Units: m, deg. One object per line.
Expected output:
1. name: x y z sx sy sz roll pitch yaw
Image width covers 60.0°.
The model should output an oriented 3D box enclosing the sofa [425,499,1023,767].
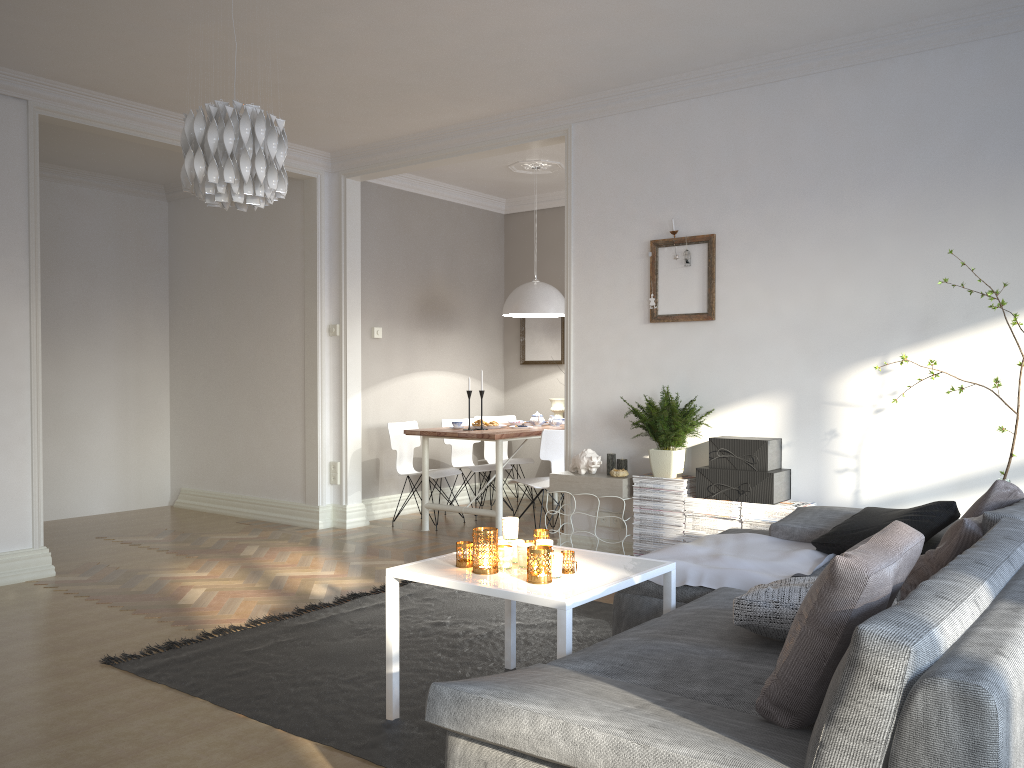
1. sofa: 0.850 0.757 2.745 1.555 0.772 2.631 1 1 37

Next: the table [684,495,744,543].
1. table: 1.098 0.848 4.683 0.327 0.499 0.246 1 1 37

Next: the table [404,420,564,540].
1. table: 0.147 0.706 7.017 0.853 0.750 1.986 1 1 37

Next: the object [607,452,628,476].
1. object: 0.600 0.453 5.067 0.123 0.134 0.062 0 1 -12

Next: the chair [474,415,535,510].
1. chair: -0.074 0.681 7.845 0.431 0.786 0.479 0 1 -22

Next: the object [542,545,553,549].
1. object: 0.105 0.573 2.931 0.060 0.073 0.060 0 1 -28

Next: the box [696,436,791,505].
1. box: 1.189 0.441 4.602 0.419 0.316 0.298 1 1 37

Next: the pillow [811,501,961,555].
1. pillow: 1.433 0.565 3.414 0.401 0.248 0.421 0 1 -32

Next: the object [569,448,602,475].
1. object: 0.428 0.445 5.121 0.137 0.150 0.311 0 1 -23

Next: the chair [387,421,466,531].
1. chair: -0.666 0.688 6.827 0.479 0.786 0.431 1 1 27

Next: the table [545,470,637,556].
1. table: 0.487 0.807 5.100 0.553 0.575 0.299 1 1 38

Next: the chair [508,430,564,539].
1. chair: 0.255 0.694 6.188 0.431 0.786 0.479 -1 1 -33

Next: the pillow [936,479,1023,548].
1. pillow: 1.659 0.520 3.129 0.324 0.403 0.429 0 1 25

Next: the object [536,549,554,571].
1. object: 0.106 0.573 2.865 0.060 0.073 0.060 0 1 -28

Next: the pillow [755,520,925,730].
1. pillow: 0.690 0.496 1.853 0.242 0.390 0.426 1 1 38

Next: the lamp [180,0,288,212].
1. lamp: -0.960 -1.148 3.066 0.355 1.066 0.354 0 1 -10

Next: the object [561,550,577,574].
1. object: 0.184 0.576 2.869 0.054 0.068 0.047 0 1 -3

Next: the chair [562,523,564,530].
1. chair: 0.682 0.691 6.562 0.479 0.786 0.431 1 2 42

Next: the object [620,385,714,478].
1. object: 0.831 0.265 4.829 0.438 0.527 0.368 1 1 37

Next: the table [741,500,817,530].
1. table: 1.349 0.849 4.493 0.327 0.499 0.246 1 1 37

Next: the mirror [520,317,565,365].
1. mirror: 0.279 -0.457 8.117 0.474 0.558 0.052 1 2 37

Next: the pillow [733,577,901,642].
1. pillow: 0.809 0.599 2.350 0.406 0.194 0.404 0 1 24

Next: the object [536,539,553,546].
1. object: 0.112 0.572 3.033 0.060 0.073 0.060 0 1 -28

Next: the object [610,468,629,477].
1. object: 0.602 0.498 4.965 0.099 0.046 0.104 0 1 -7

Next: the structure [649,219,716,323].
1. structure: 0.941 -0.636 4.935 0.398 0.575 0.053 1 2 35

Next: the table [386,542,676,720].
1. table: 0.071 0.861 2.982 0.715 0.504 0.674 1 1 37

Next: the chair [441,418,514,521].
1. chair: -0.290 0.685 7.297 0.431 0.786 0.479 -1 2 -43

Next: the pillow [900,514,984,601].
1. pillow: 1.376 0.552 2.847 0.337 0.311 0.414 1 1 42

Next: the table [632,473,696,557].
1. table: 0.852 0.797 4.868 0.321 0.597 0.246 1 2 37

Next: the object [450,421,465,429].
1. object: -0.407 0.306 6.625 0.116 0.056 0.137 0 1 -22

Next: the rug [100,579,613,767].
1. rug: -0.216 1.097 3.698 2.111 0.055 2.015 0 1 37

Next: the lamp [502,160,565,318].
1. lamp: 0.189 -1.131 6.976 0.530 1.182 0.530 1 2 45
